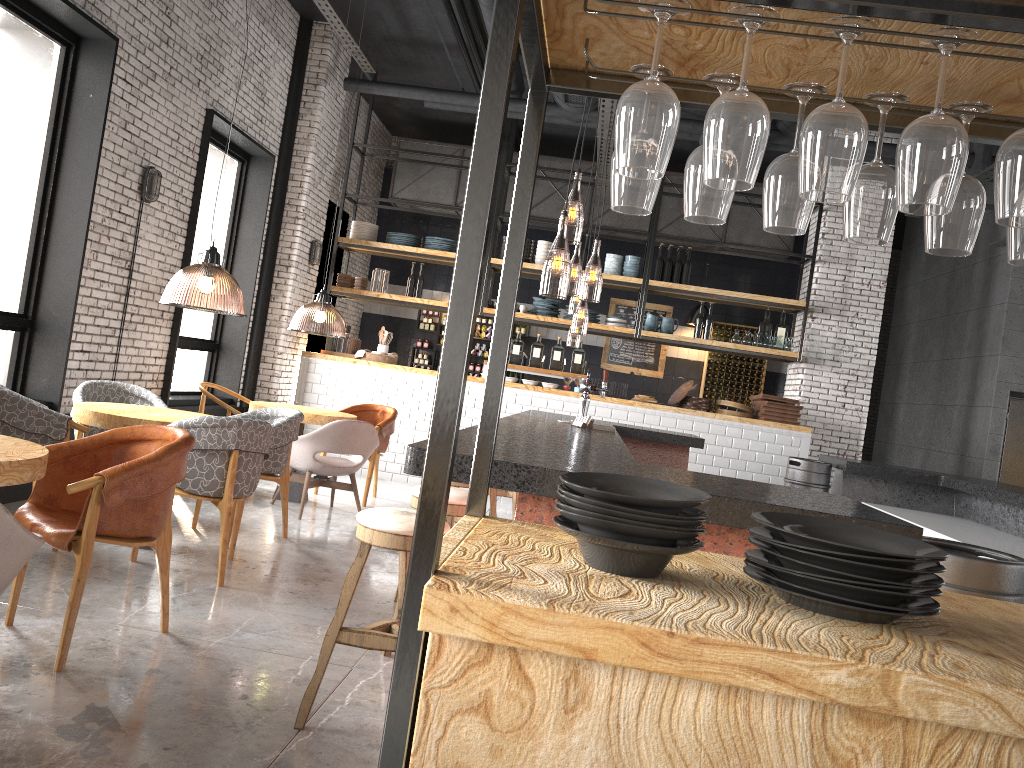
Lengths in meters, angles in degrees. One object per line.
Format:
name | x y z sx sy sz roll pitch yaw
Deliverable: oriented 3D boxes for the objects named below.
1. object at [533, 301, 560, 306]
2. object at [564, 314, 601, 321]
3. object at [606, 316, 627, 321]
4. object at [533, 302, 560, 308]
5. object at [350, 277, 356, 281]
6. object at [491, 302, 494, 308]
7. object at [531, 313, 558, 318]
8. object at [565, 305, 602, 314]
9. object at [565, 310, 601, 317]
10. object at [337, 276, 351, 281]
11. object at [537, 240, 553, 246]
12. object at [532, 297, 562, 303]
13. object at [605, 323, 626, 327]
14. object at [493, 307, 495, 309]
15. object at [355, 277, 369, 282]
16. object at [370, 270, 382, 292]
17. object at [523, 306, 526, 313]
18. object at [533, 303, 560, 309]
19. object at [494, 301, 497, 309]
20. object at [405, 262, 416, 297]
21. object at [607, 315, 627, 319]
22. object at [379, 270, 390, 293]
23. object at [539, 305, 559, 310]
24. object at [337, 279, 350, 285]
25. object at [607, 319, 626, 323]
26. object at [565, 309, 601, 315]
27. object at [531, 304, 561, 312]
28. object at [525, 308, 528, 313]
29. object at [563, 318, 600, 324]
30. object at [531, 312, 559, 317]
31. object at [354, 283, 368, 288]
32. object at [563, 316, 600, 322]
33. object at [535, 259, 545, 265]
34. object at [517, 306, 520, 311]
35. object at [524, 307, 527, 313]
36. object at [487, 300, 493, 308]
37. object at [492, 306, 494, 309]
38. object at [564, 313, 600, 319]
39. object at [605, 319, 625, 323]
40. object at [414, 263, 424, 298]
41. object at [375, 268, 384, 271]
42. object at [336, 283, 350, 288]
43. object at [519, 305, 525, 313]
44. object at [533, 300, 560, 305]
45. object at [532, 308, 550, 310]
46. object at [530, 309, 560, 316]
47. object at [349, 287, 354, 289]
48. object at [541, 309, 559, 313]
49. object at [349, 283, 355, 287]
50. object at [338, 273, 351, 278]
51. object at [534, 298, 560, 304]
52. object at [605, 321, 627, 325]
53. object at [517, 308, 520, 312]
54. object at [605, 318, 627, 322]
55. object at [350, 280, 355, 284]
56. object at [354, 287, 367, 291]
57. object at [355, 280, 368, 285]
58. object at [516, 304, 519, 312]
object | 0.420 -0.965 10.824 0.334 0.035 0.335 9 0 -20
object | 0.851 -0.801 10.781 0.454 0.050 0.453 9 0 25
object | 1.264 -0.787 10.744 0.265 0.034 0.265 9 0 18
object | 0.419 -0.954 10.826 0.335 0.052 0.333 9 0 22
object | -2.022 -1.320 11.184 0.157 0.053 0.168 9 0 5
object | -0.256 -0.952 10.780 0.072 0.097 0.072 9 -1 5
object | 0.398 -0.822 10.822 0.334 0.033 0.335 8 0 -26
object | 0.866 -0.895 10.782 0.453 0.062 0.453 9 0 21
object | 0.858 -0.848 10.780 0.453 0.065 0.453 8 0 -32
object | -2.066 -1.284 10.931 0.157 0.053 0.168 9 0 5
object | 0.403 -1.686 10.855 0.196 0.103 0.196 9 0 -17
object | 0.427 -1.014 10.825 0.373 0.050 0.372 9 0 27
object | 1.251 -0.706 10.742 0.263 0.038 0.262 9 0 20
object | -0.235 -0.950 11.014 0.072 0.097 0.072 8 -1 30
object | -1.882 -1.299 11.063 0.157 0.053 0.168 9 0 10
object | -1.653 -1.249 10.824 0.107 0.264 0.152 8 -1 33
object | 0.132 -0.893 10.744 0.072 0.097 0.072 9 -1 9
object | 0.417 -0.938 10.825 0.335 0.052 0.333 9 0 43
object | -0.190 -0.942 10.657 0.072 0.097 0.072 8 -1 27
object | -1.261 -1.294 11.132 0.098 0.471 0.098 9 -1 -17
object | 1.265 -0.798 10.745 0.265 0.037 0.265 9 0 0
object | -1.576 -1.249 10.924 0.118 0.294 0.169 8 -1 10
object | 0.413 -0.925 10.824 0.335 0.039 0.334 9 0 5
object | -2.071 -1.248 10.930 0.157 0.053 0.168 9 0 5
object | 1.259 -0.758 10.744 0.263 0.028 0.263 9 0 32
object | 0.860 -0.871 10.782 0.454 0.048 0.453 9 0 32
object | 0.415 -0.908 10.823 0.372 0.071 0.373 9 0 17
object | 0.153 -0.891 10.978 0.072 0.097 0.072 9 -1 6
object | 0.842 -0.753 10.781 0.454 0.033 0.454 9 0 -13
object | 0.400 -0.835 10.821 0.334 0.046 0.334 9 0 -10
object | -1.894 -1.222 11.062 0.157 0.053 0.168 9 0 10
object | 0.845 -0.777 10.781 0.453 0.042 0.454 9 0 -20
object | 0.369 -1.467 10.845 0.196 0.105 0.196 9 0 -17
object | 0.055 -0.905 10.752 0.072 0.097 0.072 9 -1 -35
object | 0.143 -0.892 10.861 0.072 0.097 0.072 9 -1 5
object | -0.266 -0.953 10.664 0.072 0.097 0.072 8 -1 28
object | -0.246 -0.951 10.897 0.072 0.097 0.072 9 -1 -7
object | 0.851 -0.825 10.780 0.452 0.062 0.455 8 0 -41
object | 1.258 -0.747 10.743 0.263 0.032 0.263 8 0 -36
object | -1.155 -1.278 11.122 0.098 0.471 0.098 9 -1 -17
object | -1.651 -1.276 11.077 0.126 0.313 0.179 8 -1 38
object | -2.078 -1.204 10.930 0.157 0.053 0.168 9 0 5
object | 0.122 -0.894 10.628 0.072 0.097 0.072 8 -1 37
object | 0.422 -0.980 10.825 0.334 0.036 0.335 9 0 -5
object | 0.407 -0.887 10.823 0.334 0.045 0.334 9 0 2
object | 0.402 -0.857 10.825 0.373 0.067 0.372 9 0 -14
object | -2.040 -1.199 11.182 0.157 0.053 0.168 9 0 5
object | 0.405 -0.875 10.824 0.334 0.052 0.334 9 0 36
object | -2.034 -1.244 11.183 0.157 0.053 0.168 9 0 5
object | -2.059 -1.325 10.932 0.157 0.053 0.168 9 0 5
object | 0.426 -0.994 10.825 0.334 0.048 0.335 9 0 -8
object | 1.255 -0.734 10.744 0.265 0.038 0.265 9 0 28
object | 0.065 -0.904 10.868 0.072 0.097 0.072 8 -1 14
object | 1.261 -0.769 10.744 0.263 0.029 0.263 9 0 -18
object | -2.028 -1.279 11.183 0.157 0.053 0.168 9 0 5
object | -1.901 -1.178 11.061 0.157 0.053 0.168 9 0 10
object | -1.888 -1.258 11.062 0.157 0.053 0.168 9 0 10
object | 0.044 -0.906 10.635 0.072 0.097 0.072 8 -1 14
